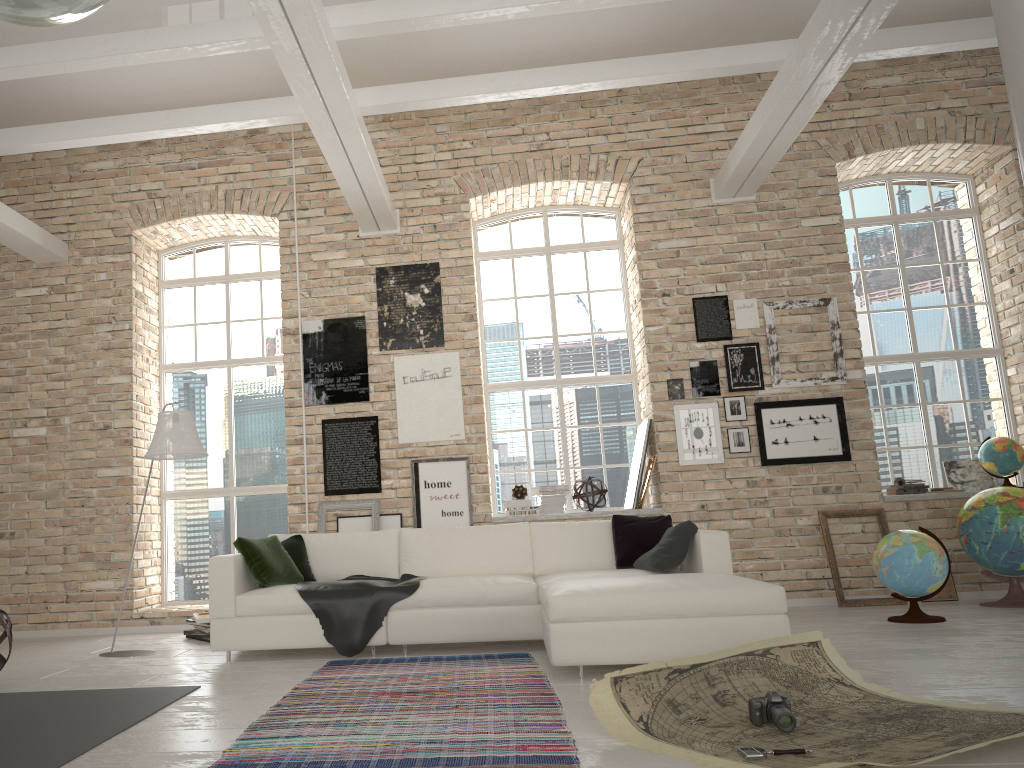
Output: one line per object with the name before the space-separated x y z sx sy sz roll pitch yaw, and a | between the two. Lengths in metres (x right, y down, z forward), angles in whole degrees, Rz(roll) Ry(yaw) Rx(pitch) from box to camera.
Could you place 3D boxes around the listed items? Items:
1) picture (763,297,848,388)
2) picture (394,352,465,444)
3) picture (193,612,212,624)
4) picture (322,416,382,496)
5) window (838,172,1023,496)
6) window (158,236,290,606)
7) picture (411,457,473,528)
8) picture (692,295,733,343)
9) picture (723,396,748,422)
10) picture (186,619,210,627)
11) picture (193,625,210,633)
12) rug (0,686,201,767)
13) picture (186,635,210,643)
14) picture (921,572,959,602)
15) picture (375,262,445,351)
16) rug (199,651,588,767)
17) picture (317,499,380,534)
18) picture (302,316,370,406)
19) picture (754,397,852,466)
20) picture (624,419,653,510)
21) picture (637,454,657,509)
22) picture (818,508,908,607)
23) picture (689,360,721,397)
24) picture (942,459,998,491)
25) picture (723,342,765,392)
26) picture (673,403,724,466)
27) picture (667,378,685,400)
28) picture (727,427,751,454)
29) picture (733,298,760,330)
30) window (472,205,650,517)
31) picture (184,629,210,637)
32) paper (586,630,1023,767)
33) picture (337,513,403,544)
picture | 2.474 -0.348 7.543 0.613 0.750 0.025 -5 -10 7
picture | -0.734 0.121 7.890 0.599 0.786 0.036 -5 -10 7
picture | -2.200 1.884 7.302 0.754 0.048 0.609 0 -9 -19
picture | -1.424 0.639 7.918 0.519 0.682 0.063 -5 -10 7
window | 3.668 -1.365 2.604 1.441 2.995 11.306 -4 -9 -1
window | -2.760 -0.574 3.316 1.441 3.663 11.306 -4 -9 -1
picture | -0.607 1.023 7.731 0.527 0.758 0.012 -5 -10 7
picture | 1.725 -0.562 7.679 0.300 0.395 0.018 -5 -10 7
picture | 1.888 0.210 7.539 0.179 0.213 0.011 -5 -10 7
picture | -2.198 1.924 7.323 0.733 0.048 0.625 4 -11 -38
picture | -2.167 1.960 7.309 0.743 0.048 0.617 1 -10 -26
rug | -2.360 1.472 3.558 1.449 0.042 2.692 -3 -9 -1
picture | -2.190 2.034 7.285 0.736 0.048 0.624 3 -11 -36
picture | 3.369 1.553 7.107 0.272 0.351 0.094 -5 -10 6
picture | -0.925 -0.699 8.065 0.598 0.785 0.036 -5 -10 7
rug | -0.463 1.469 4.153 1.418 0.008 2.658 -3 -9 -1
picture | -1.410 1.290 7.663 0.552 0.583 0.279 -5 -9 5
picture | -1.596 -0.209 8.061 0.600 0.787 0.036 -5 -10 7
picture | 2.417 0.396 7.433 0.725 0.536 0.031 -5 -10 7
picture | 1.113 0.723 7.864 0.247 0.765 0.581 -4 -9 0
picture | 1.157 0.853 7.681 0.174 0.461 0.359 -4 -9 0
picture | 2.795 1.382 7.130 0.513 0.749 0.218 -5 -10 5
picture | 1.647 -0.045 7.609 0.233 0.307 0.014 -5 -10 7
picture | 4.020 0.810 7.821 0.399 0.293 0.066 -5 -10 6
picture | 1.972 -0.143 7.576 0.296 0.410 0.010 -5 -10 7
picture | 1.578 0.423 7.541 0.372 0.515 0.013 -5 -10 7
picture | 1.401 0.044 7.628 0.137 0.179 0.008 -6 -10 11
picture | 1.908 0.474 7.495 0.179 0.213 0.011 -5 -10 7
picture | 2.011 -0.602 7.652 0.197 0.259 0.012 -5 -10 7
window | 0.457 -1.135 2.986 1.441 2.995 11.306 -4 -9 -1
picture | -2.201 2.003 7.325 0.627 0.048 0.731 -10 -11 39
paper | 1.151 1.086 3.132 1.381 0.266 1.122 2 -10 -31
picture | -1.225 1.415 7.686 0.584 0.569 0.144 -5 -10 6
